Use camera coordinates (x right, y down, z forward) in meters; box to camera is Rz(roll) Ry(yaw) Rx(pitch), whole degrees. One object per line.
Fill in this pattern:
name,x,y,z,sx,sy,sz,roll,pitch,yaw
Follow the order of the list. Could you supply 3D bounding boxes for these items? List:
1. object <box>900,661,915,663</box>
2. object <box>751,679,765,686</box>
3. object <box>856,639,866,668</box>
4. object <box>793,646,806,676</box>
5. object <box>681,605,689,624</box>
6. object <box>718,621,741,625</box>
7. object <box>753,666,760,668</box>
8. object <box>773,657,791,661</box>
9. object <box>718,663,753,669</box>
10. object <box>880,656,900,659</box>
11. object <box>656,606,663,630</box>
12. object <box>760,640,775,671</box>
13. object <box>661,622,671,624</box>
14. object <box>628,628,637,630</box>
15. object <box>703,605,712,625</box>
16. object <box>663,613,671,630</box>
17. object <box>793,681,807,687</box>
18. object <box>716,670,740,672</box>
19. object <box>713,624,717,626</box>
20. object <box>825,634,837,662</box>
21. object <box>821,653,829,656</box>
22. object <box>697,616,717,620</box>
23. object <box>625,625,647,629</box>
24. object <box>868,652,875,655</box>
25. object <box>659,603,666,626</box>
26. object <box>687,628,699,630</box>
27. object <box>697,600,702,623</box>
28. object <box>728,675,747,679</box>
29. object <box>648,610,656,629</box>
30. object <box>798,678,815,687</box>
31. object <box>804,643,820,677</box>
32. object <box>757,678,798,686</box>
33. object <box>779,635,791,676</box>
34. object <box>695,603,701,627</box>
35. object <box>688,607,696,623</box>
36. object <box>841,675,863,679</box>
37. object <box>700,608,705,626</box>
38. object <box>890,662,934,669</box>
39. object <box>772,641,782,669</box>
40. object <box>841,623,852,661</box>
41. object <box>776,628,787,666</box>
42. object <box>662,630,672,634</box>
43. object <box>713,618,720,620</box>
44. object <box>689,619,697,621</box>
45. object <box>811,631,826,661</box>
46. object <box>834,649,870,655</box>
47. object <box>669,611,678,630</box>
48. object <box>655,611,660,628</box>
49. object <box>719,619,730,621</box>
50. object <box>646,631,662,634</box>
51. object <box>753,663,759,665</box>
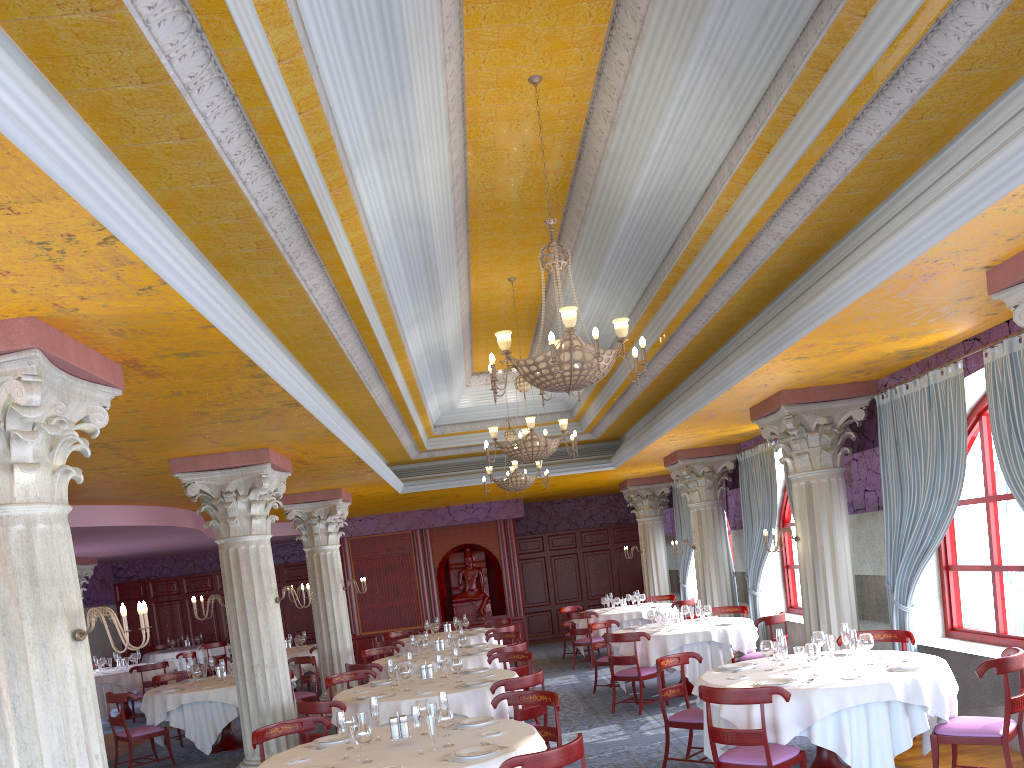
object,3.283,2.261,6.960,0.054,0.020,0.263,2,-15,-42
object,1.974,2.403,6.885,0.028,0.013,0.231,-14,-14,41
object,2.867,2.223,7.064,0.085,0.239,0.086,-7,2,-23
object,2.363,2.274,7.025,0.085,0.239,0.086,-7,2,-23
object,2.556,3.392,12.609,0.121,0.266,0.122,-7,1,-11
object,2.974,3.281,11.732,0.312,0.024,0.319,-6,-12,-3
object,2.213,2.547,7.714,0.138,0.011,0.030,5,-15,-45
object,2.524,2.569,7.994,0.160,0.009,0.160,-10,-12,17
object,2.044,2.583,7.825,0.312,0.024,0.319,-6,-12,-3
object,3.251,2.356,7.376,0.160,0.009,0.160,-10,-12,17
object,2.064,3.298,12.052,0.074,0.338,0.072,-6,3,11
object,2.228,2.366,7.459,0.123,0.266,0.121,-6,1,11
object,2.330,3.614,12.942,0.161,0.009,0.159,-13,-13,27
object,1.735,3.607,12.597,0.054,0.020,0.263,2,-15,-42
object,2.762,3.259,12.083,0.120,0.266,0.124,-7,1,-34
object,2.169,3.319,11.973,0.086,0.239,0.084,-6,2,22
object,2.240,2.328,6.651,0.022,0.003,0.252,-16,-15,40
object,1.929,2.562,7.649,0.054,0.020,0.263,2,-15,-42
object,2.807,3.330,11.843,0.138,0.011,0.030,5,-15,-45
object,2.825,2.332,7.571,0.086,0.239,0.084,-6,2,22
object,2.944,2.512,7.982,0.255,0.020,0.056,4,-15,-43
object,2.926,3.510,12.813,0.312,0.024,0.319,-6,-12,-3
object,1.850,3.628,12.773,0.310,0.024,0.321,1,-14,-32
object,3.240,2.428,7.725,0.028,0.013,0.231,-14,-14,41
object,2.202,3.391,12.576,0.072,0.338,0.074,-8,3,-34
object,2.448,3.322,11.597,0.162,0.009,0.158,-15,-14,36
object,2.725,3.300,12.434,0.073,0.338,0.073,-7,3,-11
object,1.914,2.490,7.267,0.160,0.009,0.160,-10,-12,17
object,2.034,3.411,12.406,0.123,0.266,0.121,-6,1,11
object,2.269,2.311,6.627,0.255,0.020,0.056,4,-15,-43
object,2.434,2.233,6.932,0.123,0.266,0.121,-6,1,11
object,2.092,2.354,6.744,0.316,0.024,0.315,-10,-12,17
object,2.258,2.254,7.104,0.075,0.338,0.072,-5,3,33
object,2.587,3.208,11.909,0.075,0.338,0.072,-5,3,33
object,2.631,3.377,12.519,0.086,0.239,0.084,-6,2,22
object,2.642,2.277,6.649,0.158,0.009,0.162,-6,-12,-3
object,2.673,3.268,12.012,0.085,0.239,0.086,-7,2,-23
object,3.168,2.236,6.784,0.316,0.024,0.315,-10,-12,17
object,2.321,2.384,7.532,0.085,0.239,0.086,-7,2,-23
object,2.918,2.255,7.486,0.075,0.338,0.072,-5,3,33
object,2.396,2.346,7.628,0.075,0.338,0.072,-5,3,33
object,2.075,3.356,11.574,0.255,0.020,0.056,4,-15,-43
object,3.046,3.472,12.673,0.028,0.013,0.231,-14,-14,41
object,2.750,3.557,12.930,0.255,0.020,0.056,4,-15,-43
object,2.750,2.347,7.662,0.121,0.266,0.122,-7,1,-11
object,3.120,2.465,7.865,0.312,0.024,0.319,-6,-12,-3
object,2.240,3.278,11.880,0.120,0.266,0.124,-7,1,-34
object,2.127,3.429,12.480,0.086,0.239,0.085,-7,2,0
object,3.058,3.401,12.324,0.157,0.009,0.162,4,-16,-42
object,1.898,3.399,11.692,0.312,0.024,0.319,-6,-12,-3
object,2.184,2.597,7.944,0.238,0.013,0.027,-17,-13,42
